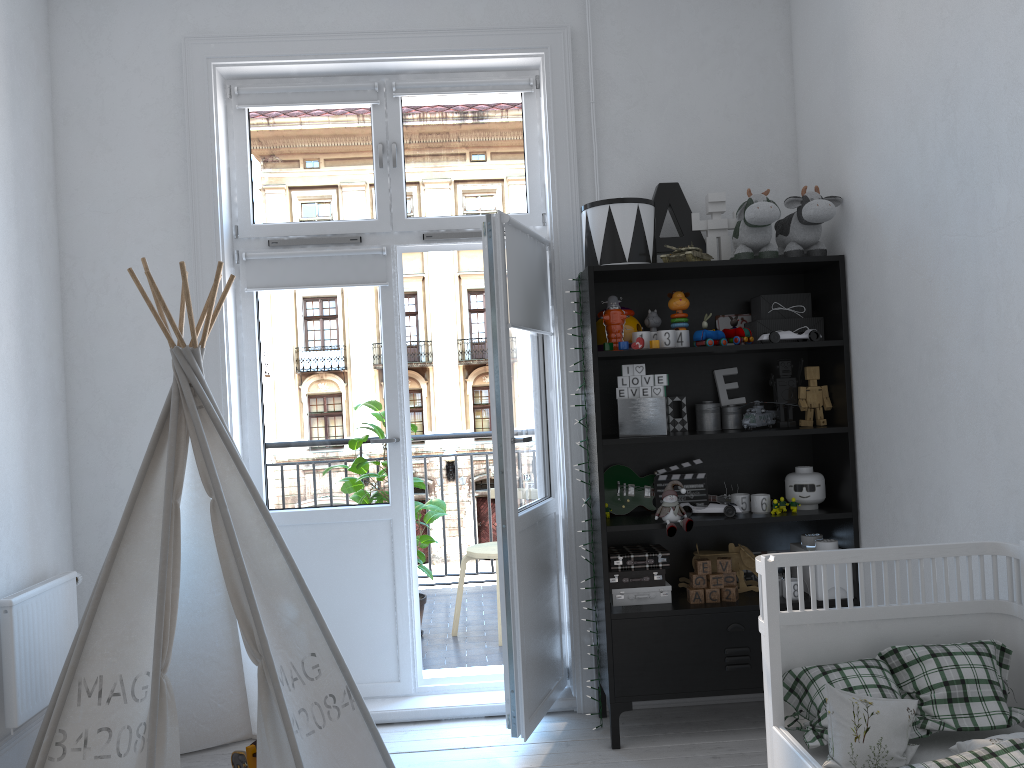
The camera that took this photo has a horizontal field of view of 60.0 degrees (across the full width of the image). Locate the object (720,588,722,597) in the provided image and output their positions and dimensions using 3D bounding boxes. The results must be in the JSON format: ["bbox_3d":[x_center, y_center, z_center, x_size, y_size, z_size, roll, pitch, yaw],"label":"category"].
[{"bbox_3d":[0.788,0.753,3.247,0.050,0.050,0.050,-3,-1,-3],"label":"object"}]

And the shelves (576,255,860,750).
[{"bbox_3d":[0.750,0.407,3.259,0.911,1.677,0.353,-3,0,-3],"label":"shelves"}]

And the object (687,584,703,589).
[{"bbox_3d":[0.671,0.759,3.238,0.050,0.050,0.050,-3,-1,-3],"label":"object"}]

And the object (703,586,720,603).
[{"bbox_3d":[0.717,0.756,3.185,0.050,0.050,0.050,-3,-1,2],"label":"object"}]

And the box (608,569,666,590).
[{"bbox_3d":[0.441,0.702,3.261,0.215,0.062,0.179,-3,-1,-3],"label":"box"}]

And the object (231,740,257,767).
[{"bbox_3d":[-0.702,1.169,2.671,0.385,0.283,0.857,-3,-1,-11],"label":"object"}]

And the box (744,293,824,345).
[{"bbox_3d":[1.021,-0.240,3.324,0.251,0.189,0.179,-3,-1,-3],"label":"box"}]

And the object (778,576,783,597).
[{"bbox_3d":[0.950,0.735,3.217,0.067,0.067,0.067,-3,-1,11],"label":"object"}]

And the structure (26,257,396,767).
[{"bbox_3d":[-0.981,0.459,2.751,1.143,1.749,1.143,-3,-1,-27],"label":"structure"}]

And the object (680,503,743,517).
[{"bbox_3d":[0.715,0.453,3.205,0.230,0.048,0.098,-3,-1,22],"label":"object"}]

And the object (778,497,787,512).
[{"bbox_3d":[0.978,0.436,3.210,0.042,0.054,0.031,-3,0,-3],"label":"object"}]

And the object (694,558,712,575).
[{"bbox_3d":[0.688,0.658,3.197,0.050,0.050,0.050,-3,-1,-3],"label":"object"}]

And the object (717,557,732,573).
[{"bbox_3d":[0.767,0.654,3.203,0.050,0.050,0.050,-3,-1,17],"label":"object"}]

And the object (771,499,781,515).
[{"bbox_3d":[0.938,0.438,3.155,0.042,0.054,0.031,-2,-1,-43],"label":"object"}]

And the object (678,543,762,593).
[{"bbox_3d":[0.793,0.688,3.323,0.337,0.186,0.111,-3,0,12],"label":"object"}]

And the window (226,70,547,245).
[{"bbox_3d":[-0.498,-0.915,3.567,1.263,0.660,0.101,-3,0,-3],"label":"window"}]

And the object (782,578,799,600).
[{"bbox_3d":[1.002,0.732,3.165,0.067,0.067,0.067,-3,-1,11],"label":"object"}]

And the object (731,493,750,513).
[{"bbox_3d":[0.838,0.438,3.250,0.067,0.067,0.067,-3,-1,11],"label":"object"}]

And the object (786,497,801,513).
[{"bbox_3d":[1.010,0.434,3.182,0.042,0.054,0.031,-3,-1,42],"label":"object"}]

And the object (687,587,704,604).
[{"bbox_3d":[0.658,0.759,3.182,0.050,0.050,0.050,-3,-1,-3],"label":"object"}]

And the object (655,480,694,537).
[{"bbox_3d":[0.563,0.431,3.080,0.110,0.186,0.129,-3,-1,-16],"label":"object"}]

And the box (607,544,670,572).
[{"bbox_3d":[0.457,0.640,3.264,0.215,0.062,0.179,-3,-1,-3],"label":"box"}]

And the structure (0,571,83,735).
[{"bbox_3d":[-1.568,0.898,3.035,0.075,0.460,0.635,-3,-1,-6],"label":"structure"}]

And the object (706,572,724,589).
[{"bbox_3d":[0.730,0.705,3.186,0.050,0.050,0.050,-3,-1,-3],"label":"object"}]

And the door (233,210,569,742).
[{"bbox_3d":[-0.433,0.328,3.312,1.264,1.838,0.637,-3,0,-1],"label":"door"}]

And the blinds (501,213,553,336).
[{"bbox_3d":[0.068,-0.386,3.287,0.032,0.390,0.565,-3,-1,17],"label":"blinds"}]

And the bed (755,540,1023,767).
[{"bbox_3d":[0.968,0.795,1.517,0.670,0.832,1.404,-3,-1,-3],"label":"bed"}]

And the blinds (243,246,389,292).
[{"bbox_3d":[-0.780,-0.457,3.529,0.565,0.158,0.032,-3,0,-3],"label":"blinds"}]

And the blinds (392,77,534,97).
[{"bbox_3d":[-0.196,-1.194,3.564,0.565,0.060,0.032,-3,0,-3],"label":"blinds"}]

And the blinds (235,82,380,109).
[{"bbox_3d":[-0.814,-1.150,3.533,0.565,0.087,0.032,-3,0,-3],"label":"blinds"}]

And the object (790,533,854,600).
[{"bbox_3d":[1.131,0.661,3.252,0.132,0.199,0.267,-3,-1,-3],"label":"object"}]

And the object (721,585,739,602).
[{"bbox_3d":[0.784,0.752,3.188,0.050,0.050,0.050,-3,-1,27],"label":"object"}]

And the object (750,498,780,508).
[{"bbox_3d":[0.937,0.451,3.365,0.163,0.034,0.069,-3,-1,-3],"label":"object"}]

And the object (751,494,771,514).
[{"bbox_3d":[0.900,0.434,3.206,0.067,0.067,0.067,-3,-1,11],"label":"object"}]

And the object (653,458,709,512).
[{"bbox_3d":[0.638,0.385,3.351,0.201,0.199,0.048,-3,0,-3],"label":"object"}]

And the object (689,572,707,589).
[{"bbox_3d":[0.672,0.708,3.203,0.050,0.050,0.050,-3,-1,-3],"label":"object"}]

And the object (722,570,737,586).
[{"bbox_3d":[0.782,0.703,3.216,0.050,0.050,0.050,-3,-1,-3],"label":"object"}]

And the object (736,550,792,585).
[{"bbox_3d":[0.942,0.710,3.419,0.347,0.120,0.034,-3,0,-3],"label":"object"}]

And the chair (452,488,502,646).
[{"bbox_3d":[-0.036,0.919,4.602,0.436,0.715,0.498,-3,-1,42],"label":"chair"}]

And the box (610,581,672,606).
[{"bbox_3d":[0.463,0.763,3.261,0.215,0.062,0.179,-3,-1,-3],"label":"box"}]
